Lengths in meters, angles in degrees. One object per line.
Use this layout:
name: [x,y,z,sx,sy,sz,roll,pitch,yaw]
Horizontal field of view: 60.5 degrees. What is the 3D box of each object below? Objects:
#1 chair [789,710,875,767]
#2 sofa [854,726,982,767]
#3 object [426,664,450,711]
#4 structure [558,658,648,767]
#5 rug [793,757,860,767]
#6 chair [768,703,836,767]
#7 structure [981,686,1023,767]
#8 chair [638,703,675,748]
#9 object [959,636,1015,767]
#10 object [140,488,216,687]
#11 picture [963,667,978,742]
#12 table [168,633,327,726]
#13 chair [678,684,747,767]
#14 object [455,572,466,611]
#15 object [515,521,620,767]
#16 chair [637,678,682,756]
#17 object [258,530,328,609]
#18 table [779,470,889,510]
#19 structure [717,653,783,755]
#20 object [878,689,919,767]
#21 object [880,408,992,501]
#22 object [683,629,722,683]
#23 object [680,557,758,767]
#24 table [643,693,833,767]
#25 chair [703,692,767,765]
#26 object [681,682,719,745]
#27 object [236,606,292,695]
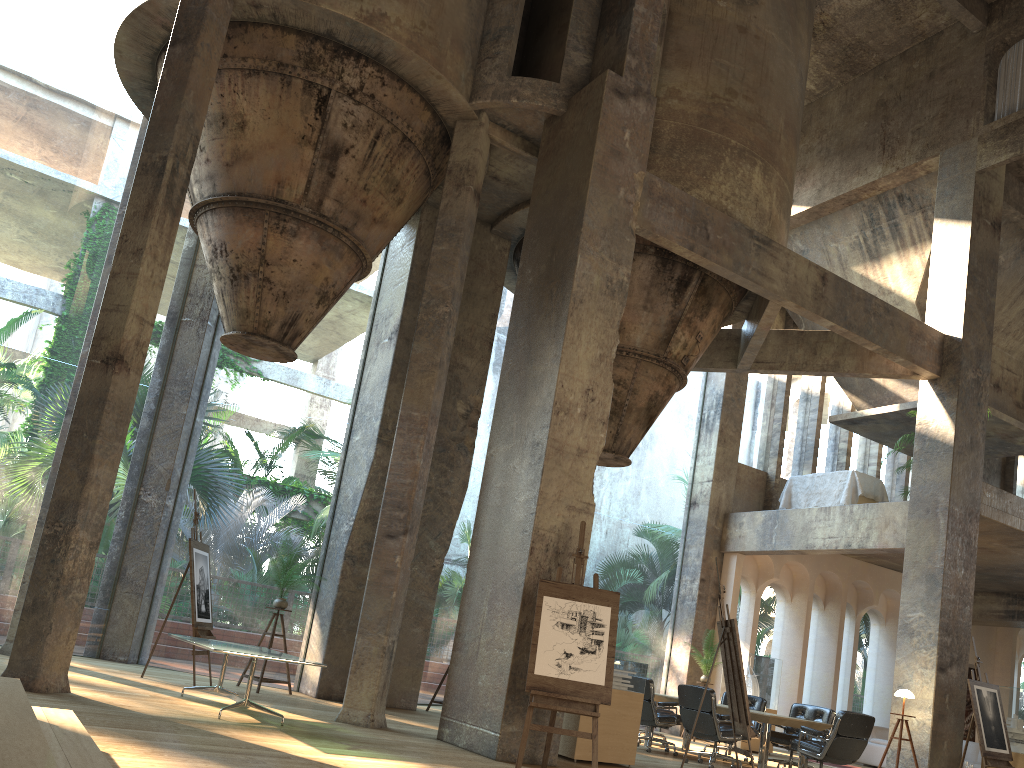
chair: [3.484,4.046,9.762,0.743,0.869,0.828,18,-16,-32]
sofa: [7.904,6.741,15.778,2.973,0.703,2.091,19,-19,-29]
object: [-0.698,3.902,11.687,0.657,0.948,0.587,8,-12,6]
structure: [0.768,3.214,8.755,0.747,0.989,0.751,17,-14,-29]
rug: [5.761,6.121,13.761,1.366,0.009,2.495,19,-19,-28]
chair: [3.546,4.448,11.022,0.837,0.870,0.735,19,-16,-35]
structure: [6.714,4.823,11.602,0.755,1.508,0.599,16,-13,-29]
chair: [1.904,4.587,12.357,0.744,0.869,0.827,19,-16,-34]
object: [6.023,4.298,11.186,0.713,2.092,0.690,16,-12,-30]
object: [-3.475,2.223,9.631,0.685,2.092,0.718,10,-11,-1]
picture: [9.784,7.070,19.335,1.527,1.727,0.070,17,-12,-30]
table: [-2.457,2.618,7.806,0.955,0.531,1.895,18,-19,-28]
chair: [2.359,3.992,10.196,0.831,0.870,0.741,15,-14,-22]
object: [-0.528,2.952,11.676,0.698,0.915,0.870,16,-15,-26]
object: [0.491,2.141,7.227,0.703,2.092,0.700,10,-11,-4]
chair: [1.776,4.189,11.145,0.834,0.870,0.738,17,-15,-28]
object: [-2.597,2.229,10.466,0.862,0.916,0.704,12,-13,-9]
table: [5.577,2.013,15.304,1.132,0.780,1.772,18,-18,-28]
structure: [3.893,5.244,14.480,0.755,1.508,0.599,16,-13,-29]
object: [4.921,4.571,11.315,0.669,1.264,0.576,16,-13,-29]
object: [6.608,1.165,13.688,1.373,1.763,1.422,15,-14,-23]
object: [3.266,4.588,14.894,0.878,0.916,0.691,20,-16,-38]
object: [2.017,2.717,8.259,0.684,2.092,0.719,9,-11,2]
table: [2.665,4.413,11.073,1.121,0.681,2.442,18,-18,-28]
chair: [2.992,4.617,11.866,0.728,0.869,0.845,1,-16,33]
object: [3.149,5.478,14.683,0.656,0.947,0.588,4,-13,24]
object: [-2.759,3.146,10.365,0.582,0.947,0.663,18,-15,-35]
